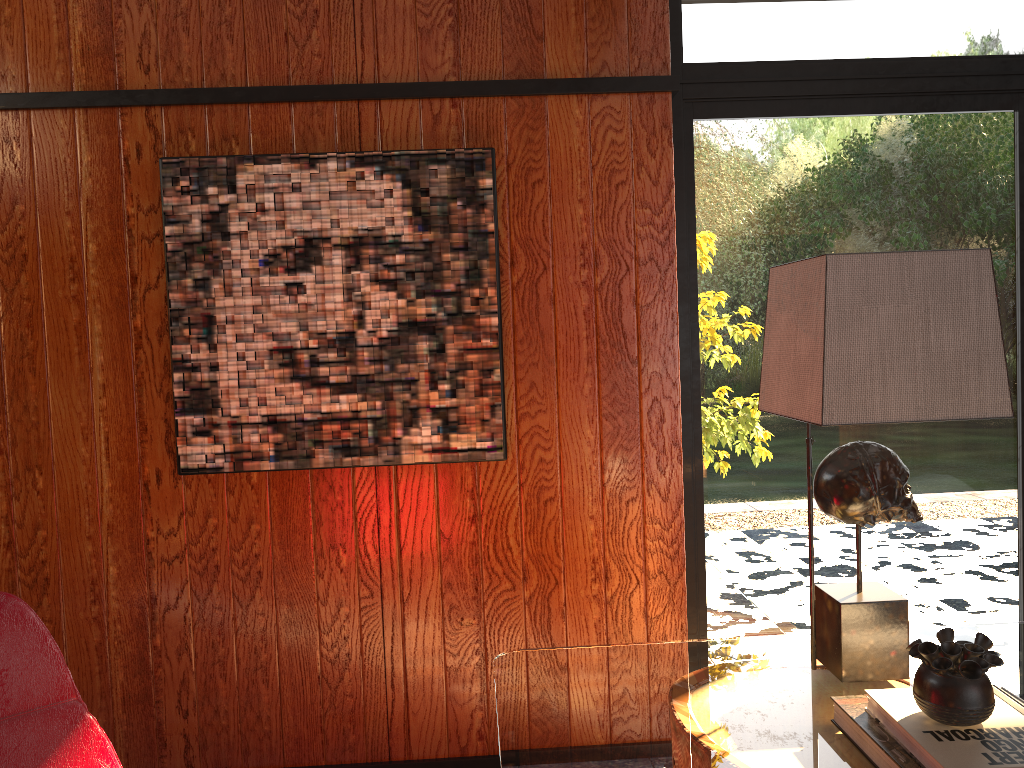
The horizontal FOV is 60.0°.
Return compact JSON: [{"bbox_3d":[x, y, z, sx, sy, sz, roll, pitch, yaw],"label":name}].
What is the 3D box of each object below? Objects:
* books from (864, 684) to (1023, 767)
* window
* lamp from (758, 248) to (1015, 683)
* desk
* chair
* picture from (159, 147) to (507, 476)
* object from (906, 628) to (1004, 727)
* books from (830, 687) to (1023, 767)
[{"bbox_3d":[0.629,0.476,1.210,0.198,0.029,0.249,-2,3,-1],"label":"books"},{"bbox_3d":[1.593,-0.240,2.703,2.260,2.580,0.085,-2,3,-3],"label":"window"},{"bbox_3d":[0.647,0.144,1.581,0.316,0.732,0.316,-2,3,-3],"label":"lamp"},{"bbox_3d":[0.592,0.867,0.853,1.150,0.632,1.900,-2,3,-3],"label":"desk"},{"bbox_3d":[-0.462,0.747,0.912,0.839,0.956,0.621,-2,3,-3],"label":"chair"},{"bbox_3d":[-0.487,-0.201,2.460,0.916,0.873,0.061,-2,3,-3],"label":"picture"},{"bbox_3d":[0.612,0.405,1.215,0.118,0.114,0.121,-3,3,-9],"label":"object"},{"bbox_3d":[0.648,0.511,1.209,0.286,0.040,0.366,-2,3,-3],"label":"books"}]
